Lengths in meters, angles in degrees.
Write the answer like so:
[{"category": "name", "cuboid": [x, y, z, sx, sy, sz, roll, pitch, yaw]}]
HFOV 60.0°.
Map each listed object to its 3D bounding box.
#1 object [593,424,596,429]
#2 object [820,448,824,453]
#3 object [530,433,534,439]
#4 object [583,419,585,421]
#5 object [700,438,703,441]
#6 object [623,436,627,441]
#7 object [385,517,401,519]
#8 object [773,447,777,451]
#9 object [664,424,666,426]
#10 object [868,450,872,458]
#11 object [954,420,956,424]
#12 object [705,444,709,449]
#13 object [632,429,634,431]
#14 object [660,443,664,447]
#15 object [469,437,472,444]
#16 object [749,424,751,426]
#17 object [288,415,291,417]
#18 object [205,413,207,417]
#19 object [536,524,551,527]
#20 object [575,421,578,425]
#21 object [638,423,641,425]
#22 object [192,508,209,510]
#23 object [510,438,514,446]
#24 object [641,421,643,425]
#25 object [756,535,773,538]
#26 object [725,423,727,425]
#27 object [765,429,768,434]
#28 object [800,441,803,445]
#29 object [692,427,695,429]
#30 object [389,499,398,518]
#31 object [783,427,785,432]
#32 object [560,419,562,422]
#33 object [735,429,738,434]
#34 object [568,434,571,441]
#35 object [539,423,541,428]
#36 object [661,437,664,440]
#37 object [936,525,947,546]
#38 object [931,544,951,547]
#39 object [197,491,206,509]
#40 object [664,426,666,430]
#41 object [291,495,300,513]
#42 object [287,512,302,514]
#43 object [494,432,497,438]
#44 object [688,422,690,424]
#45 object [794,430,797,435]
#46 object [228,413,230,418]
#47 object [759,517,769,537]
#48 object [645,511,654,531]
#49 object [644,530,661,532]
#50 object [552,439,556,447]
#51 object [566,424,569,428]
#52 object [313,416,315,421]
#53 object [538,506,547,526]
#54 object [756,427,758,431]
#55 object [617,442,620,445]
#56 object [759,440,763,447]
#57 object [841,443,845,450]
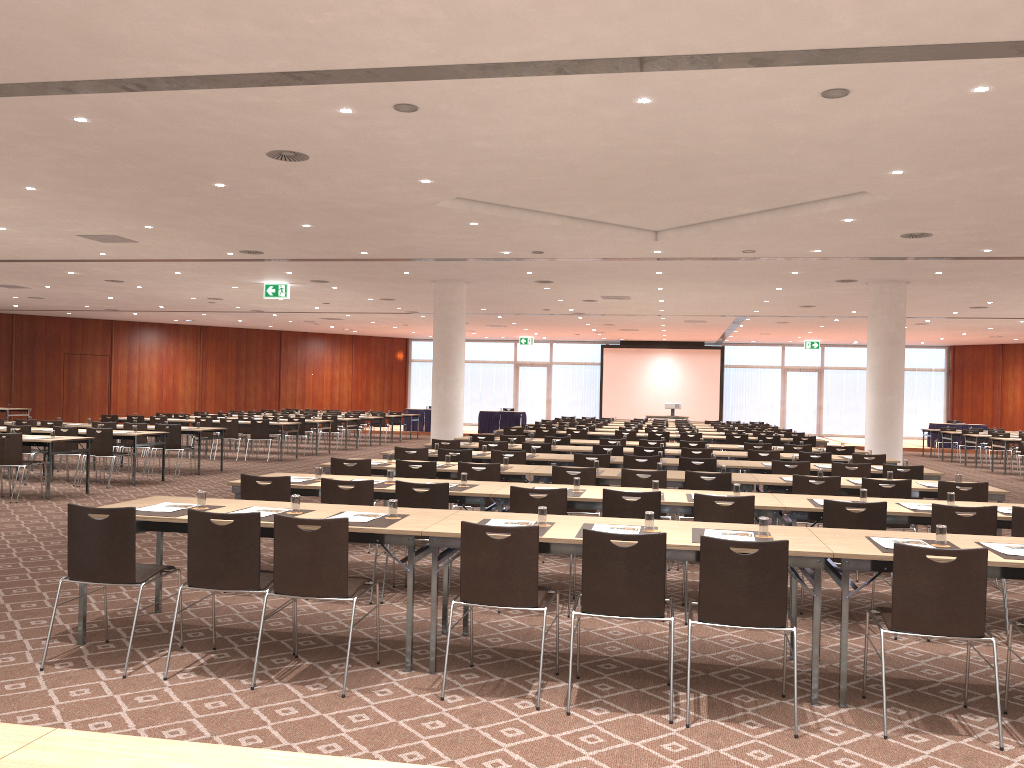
[{"category": "object", "cuboid": [1.942, 1.007, 20.865, 0.054, 0.114, 0.054, 1, 0, -24]}, {"category": "object", "cuboid": [4.468, 0.986, 12.787, 0.054, 0.114, 0.054, 1, 0, -24]}, {"category": "object", "cuboid": [0.352, 0.915, 15.557, 0.054, 0.114, 0.054, 1, 0, 21]}, {"category": "object", "cuboid": [2.015, 1.049, 24.905, 0.054, 0.114, 0.054, 1, 0, 44]}, {"category": "object", "cuboid": [3.219, 0.979, 15.043, 0.054, 0.114, 0.054, 1, 0, -1]}, {"category": "object", "cuboid": [1.946, 0.950, 15.277, 0.054, 0.114, 0.054, 1, 0, -1]}, {"category": "object", "cuboid": [-0.750, 0.845, 5.590, 0.102, 0.001, 0.102, 2, -1, -24]}, {"category": "object", "cuboid": [3.826, 0.972, 12.908, 0.054, 0.114, 0.054, 1, 0, -24]}, {"category": "object", "cuboid": [3.887, 1.070, 22.538, 0.054, 0.114, 0.054, 1, 0, 44]}, {"category": "object", "cuboid": [5.113, 1.000, 12.674, 0.054, 0.114, 0.054, 1, 0, 44]}, {"category": "object", "cuboid": [15.022, 1.287, 30.068, 0.054, 0.114, 0.054, 1, 0, 21]}, {"category": "object", "cuboid": [2.873, 0.950, 13.075, 0.054, 0.114, 0.054, 1, 0, 44]}, {"category": "object", "cuboid": [2.555, 1.000, 18.711, 0.054, 0.114, 0.054, 1, 0, -24]}, {"category": "object", "cuboid": [2.234, 0.936, 13.193, 0.054, 0.114, 0.054, 1, 0, 44]}, {"category": "object", "cuboid": [-0.644, 0.872, 13.712, 0.054, 0.114, 0.054, 1, 0, 44]}, {"category": "object", "cuboid": [6.479, 1.149, 24.110, 0.054, 0.114, 0.054, 1, 0, 44]}, {"category": "object", "cuboid": [-5.570, 0.839, 22.204, 0.054, 0.114, 0.054, 1, 0, -24]}, {"category": "object", "cuboid": [-7.809, 0.790, 22.600, 0.054, 0.114, 0.054, 1, 0, 44]}, {"category": "object", "cuboid": [0.189, 0.866, 5.431, 0.102, 0.001, 0.102, 2, -1, -24]}, {"category": "object", "cuboid": [1.667, 1.021, 22.950, 0.054, 0.114, 0.054, 1, 0, 44]}, {"category": "object", "cuboid": [3.254, 1.056, 22.654, 0.054, 0.114, 0.054, 1, 0, 44]}, {"category": "object", "cuboid": [-2.042, 0.816, 5.816, 0.102, 0.001, 0.102, 2, -1, -24]}, {"category": "object", "cuboid": [-0.002, 0.886, 13.594, 0.054, 0.114, 0.054, 1, 0, 21]}, {"category": "object", "cuboid": [3.607, 1.085, 24.627, 0.054, 0.114, 0.054, 1, 0, 44]}, {"category": "object", "cuboid": [1.478, 0.894, 5.198, 0.102, 0.001, 0.102, 2, -1, -24]}, {"category": "object", "cuboid": [5.846, 1.135, 24.229, 0.054, 0.114, 0.054, 1, 0, 44]}, {"category": "object", "cuboid": [5.787, 1.092, 20.180, 0.054, 0.114, 0.054, 1, 0, 44]}, {"category": "object", "cuboid": [4.822, 1.014, 14.771, 0.054, 0.114, 0.054, 1, 0, 44]}, {"category": "object", "cuboid": [4.184, 1.057, 20.461, 0.054, 0.114, 0.054, 1, 0, -24]}, {"category": "object", "cuboid": [-0.752, 0.787, 5.605, 0.054, 0.114, 0.054, 1, 0, -24]}, {"category": "object", "cuboid": [6.761, 1.134, 22.030, 0.054, 0.114, 0.054, 1, 0, -24]}, {"category": "object", "cuboid": [1.376, 1.035, 25.020, 0.054, 0.114, 0.054, 1, 0, -24]}, {"category": "object", "cuboid": [5.138, 1.078, 20.284, 0.054, 0.114, 0.054, 1, 0, 44]}, {"category": "object", "cuboid": [0.996, 0.929, 15.450, 0.054, 0.114, 0.054, 1, 0, 44]}, {"category": "object", "cuboid": [0.673, 0.978, 21.093, 0.054, 0.114, 0.054, 1, 0, -24]}, {"category": "object", "cuboid": [2.573, 0.964, 15.161, 0.054, 0.114, 0.054, 1, 0, -1]}, {"category": "object", "cuboid": [2.433, 0.858, 5.028, 0.054, 0.114, 0.054, 1, 0, 44]}, {"category": "object", "cuboid": [2.428, 0.915, 5.022, 0.102, 0.001, 0.102, 2, -1, -24]}, {"category": "object", "cuboid": [-2.037, 0.759, 5.818, 0.054, 0.114, 0.054, 1, 0, -24]}, {"category": "object", "cuboid": [3.551, 1.042, 20.570, 0.054, 0.114, 0.054, 1, 0, -24]}, {"category": "object", "cuboid": [-1.395, 0.773, 5.719, 0.054, 0.114, 0.054, 1, 0, 44]}, {"category": "object", "cuboid": [-1.402, 0.830, 5.714, 0.102, 0.001, 0.102, 2, -1, -24]}, {"category": "object", "cuboid": [-0.300, 0.900, 15.667, 0.054, 0.114, 0.054, 1, 0, -1]}, {"category": "object", "cuboid": [4.880, 1.113, 24.400, 0.054, 0.114, 0.054, 1, 0, 44]}, {"category": "object", "cuboid": [6.411, 1.106, 20.064, 0.054, 0.114, 0.054, 1, 0, -24]}, {"category": "object", "cuboid": [-7.169, 0.804, 22.483, 0.054, 0.114, 0.054, 1, 0, 44]}, {"category": "object", "cuboid": [1.474, 0.837, 5.192, 0.054, 0.114, 0.054, 1, 0, -24]}, {"category": "object", "cuboid": [0.823, 0.822, 5.311, 0.054, 0.114, 0.054, 1, 0, -24]}, {"category": "object", "cuboid": [0.841, 0.880, 5.315, 0.102, 0.001, 0.102, 2, -1, -24]}, {"category": "object", "cuboid": [0.642, 0.901, 13.468, 0.054, 0.114, 0.054, 1, 0, 21]}, {"category": "object", "cuboid": [1.315, 0.993, 20.967, 0.054, 0.114, 0.054, 1, 0, -24]}, {"category": "object", "cuboid": [-4.930, 0.854, 22.075, 0.054, 0.114, 0.054, 1, 0, -24]}, {"category": "object", "cuboid": [0.185, 0.808, 5.421, 0.054, 0.114, 0.054, 1, 0, -24]}, {"category": "object", "cuboid": [6.123, 1.120, 22.154, 0.054, 0.114, 0.054, 1, 0, 44]}, {"category": "object", "cuboid": [1.599, 0.922, 13.310, 0.054, 0.114, 0.054, 1, 0, 44]}, {"category": "object", "cuboid": [4.175, 1.000, 14.878, 0.054, 0.114, 0.054, 1, 0, 21]}, {"category": "object", "cuboid": [5.466, 1.029, 14.652, 0.054, 0.114, 0.054, 1, 0, -1]}]
